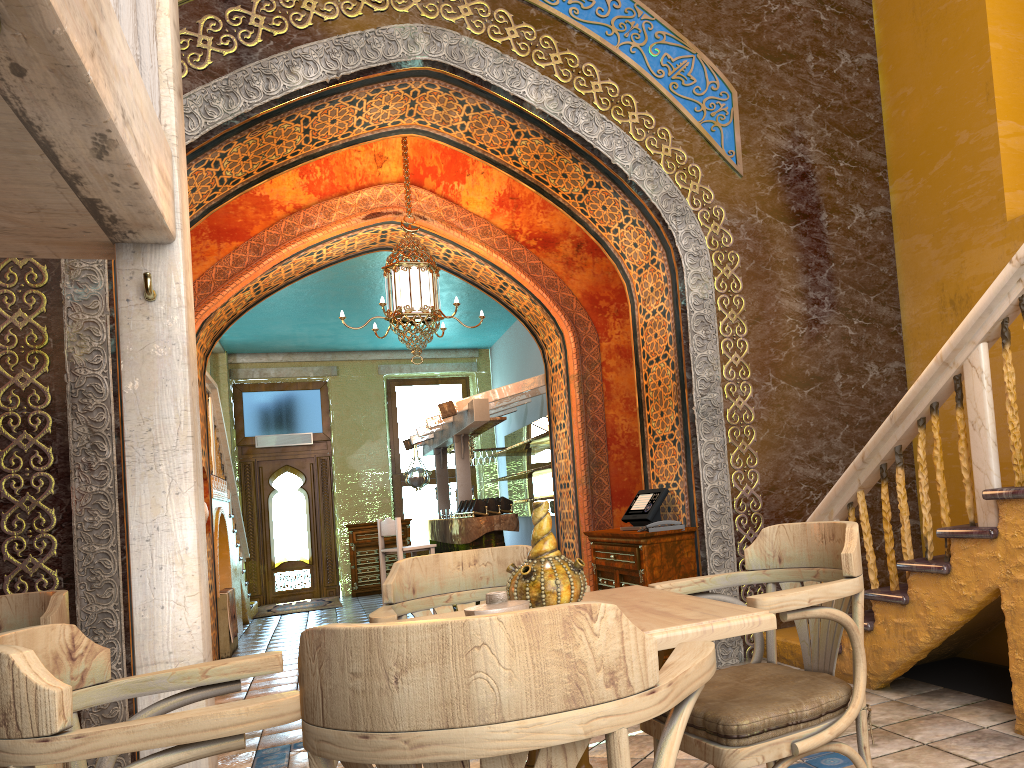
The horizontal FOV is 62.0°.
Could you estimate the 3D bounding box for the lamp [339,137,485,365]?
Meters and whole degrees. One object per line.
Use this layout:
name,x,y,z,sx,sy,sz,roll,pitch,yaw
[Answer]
lamp,-0.951,-1.350,7.896,1.395,2.358,1.040,-4,-4,-19

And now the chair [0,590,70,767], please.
chair,-2.103,1.429,3.239,0.708,1.175,0.767,-8,-5,31

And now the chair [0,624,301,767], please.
chair,-0.719,1.098,1.870,0.765,1.175,0.710,-3,-5,-24

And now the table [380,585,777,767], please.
table,0.081,1.178,2.420,1.141,1.000,0.977,-3,-6,-19

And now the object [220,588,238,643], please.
object,-3.159,2.559,9.450,0.162,0.553,0.823,-4,-6,-14

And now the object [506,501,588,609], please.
object,0.095,0.508,2.468,0.244,0.334,0.221,-4,-4,-10

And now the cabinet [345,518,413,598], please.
cabinet,-2.360,3.131,15.337,1.209,1.299,0.568,-3,-4,-21

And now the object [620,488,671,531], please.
object,1.075,1.021,6.935,0.279,0.317,0.415,-3,-7,-27

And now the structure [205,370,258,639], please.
structure,-4.566,1.834,11.062,1.936,3.128,5.479,-4,-7,-14

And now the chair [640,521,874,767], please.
chair,0.847,1.083,2.846,0.765,1.175,0.710,-3,-5,-24

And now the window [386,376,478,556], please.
window,-1.483,1.575,16.263,1.665,3.409,0.081,-4,-3,-23

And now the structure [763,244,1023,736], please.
structure,3.203,0.151,4.586,1.980,3.128,6.027,-4,-7,-14

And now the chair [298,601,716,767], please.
chair,0.026,0.992,1.634,0.759,1.175,0.721,-6,-4,10

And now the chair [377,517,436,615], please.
chair,-1.277,2.306,10.561,0.553,1.332,0.449,-2,-5,-43

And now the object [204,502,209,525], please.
object,-3.090,1.263,8.268,0.257,0.383,0.248,-5,-4,-1

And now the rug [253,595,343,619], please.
rug,-3.550,3.696,14.190,1.415,0.039,2.235,-3,-8,-16

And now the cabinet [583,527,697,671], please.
cabinet,1.061,1.719,6.971,0.531,1.049,1.393,-4,-6,-14

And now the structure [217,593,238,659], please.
structure,-3.164,2.649,9.457,0.117,0.685,0.944,-4,-6,-13

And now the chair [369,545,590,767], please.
chair,-0.103,1.228,3.206,0.847,1.175,0.643,-3,-4,-20

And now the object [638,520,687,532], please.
object,1.163,1.088,6.510,0.412,0.086,0.319,-5,-8,-4
